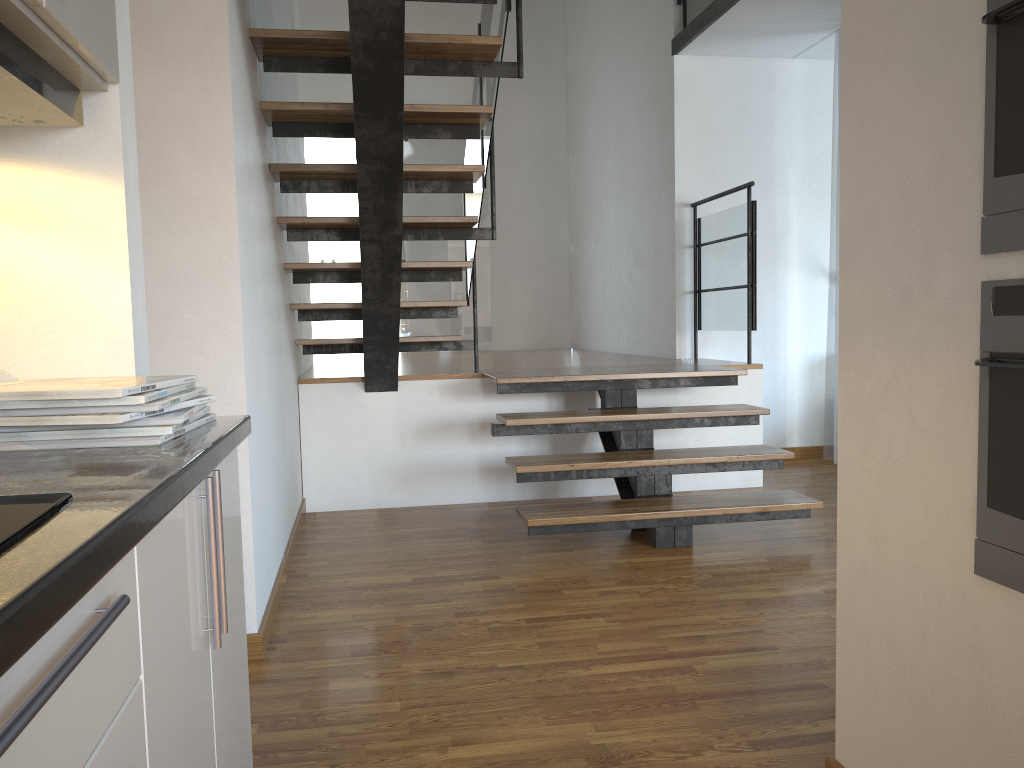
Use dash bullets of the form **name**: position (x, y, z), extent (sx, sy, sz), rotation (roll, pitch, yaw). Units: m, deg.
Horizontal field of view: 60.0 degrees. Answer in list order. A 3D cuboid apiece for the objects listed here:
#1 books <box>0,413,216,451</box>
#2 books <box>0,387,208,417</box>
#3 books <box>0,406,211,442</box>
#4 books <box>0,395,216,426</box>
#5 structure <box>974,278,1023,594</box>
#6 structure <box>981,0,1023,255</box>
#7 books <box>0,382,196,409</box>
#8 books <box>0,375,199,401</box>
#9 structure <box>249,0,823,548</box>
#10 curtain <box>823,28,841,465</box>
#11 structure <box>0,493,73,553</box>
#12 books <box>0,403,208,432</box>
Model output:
- **books**: position (-0.593, 0.067, 1.281), extent (0.252, 0.011, 0.318), rotation (-2, 4, -6)
- **books**: position (-0.601, 0.024, 1.277), extent (0.252, 0.011, 0.318), rotation (-2, 4, -8)
- **books**: position (-0.596, 0.055, 1.292), extent (0.252, 0.011, 0.318), rotation (-2, 4, -10)
- **books**: position (-0.604, 0.036, 1.263), extent (0.252, 0.011, 0.318), rotation (-1, 4, 2)
- **structure**: position (0.764, 0.091, 1.101), extent (0.052, 0.462, 0.585), rotation (-2, 4, -10)
- **structure**: position (0.752, -0.411, 1.060), extent (0.052, 0.462, 0.585), rotation (-2, 4, -10)
- **books**: position (-0.614, 0.014, 1.263), extent (0.252, 0.011, 0.318), rotation (-2, 4, -8)
- **books**: position (-0.619, 0.004, 1.254), extent (0.252, 0.011, 0.318), rotation (-2, 4, -3)
- **structure**: position (0.259, -1.152, 3.769), extent (2.685, 4.136, 4.577), rotation (-2, 4, -10)
- **curtain**: position (2.206, -0.805, 4.896), extent (0.154, 2.736, 1.806), rotation (-2, 5, -8)
- **structure**: position (-0.566, 0.115, 0.424), extent (0.500, 0.041, 0.661), rotation (-2, 4, -10)
- **books**: position (-0.598, 0.043, 1.307), extent (0.252, 0.011, 0.318), rotation (-2, 4, -13)
